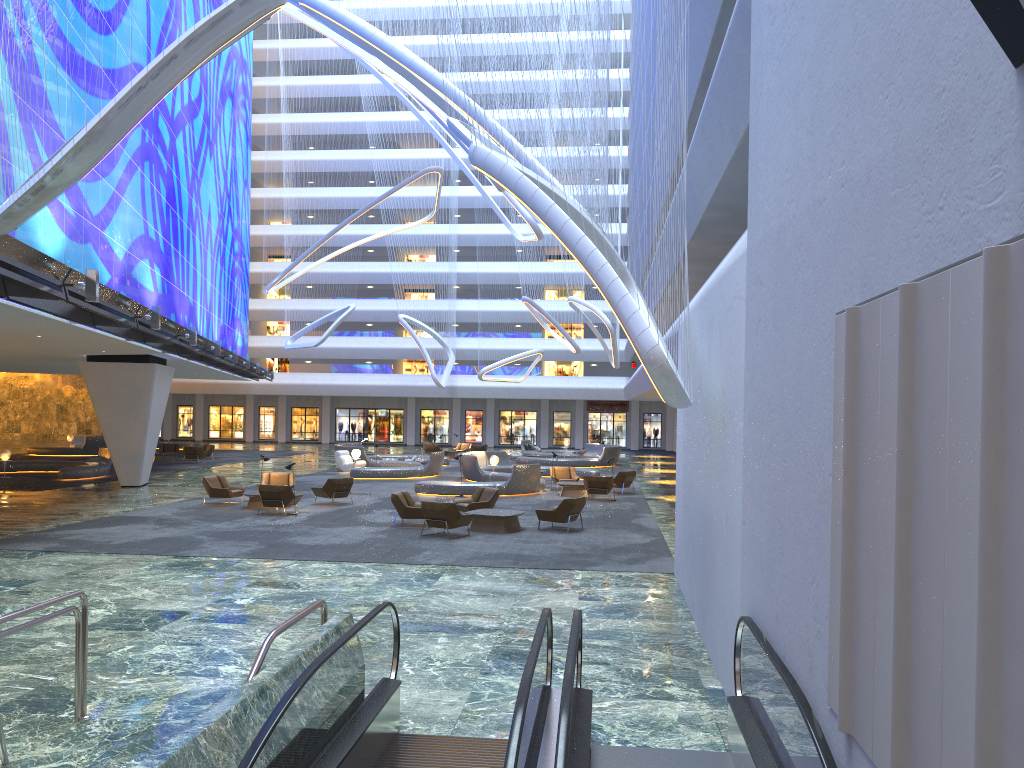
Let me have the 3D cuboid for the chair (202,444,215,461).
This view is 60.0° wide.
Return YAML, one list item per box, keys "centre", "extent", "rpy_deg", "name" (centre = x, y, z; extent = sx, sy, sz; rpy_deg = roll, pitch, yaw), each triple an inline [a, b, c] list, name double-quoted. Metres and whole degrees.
- centre: [-14.812, 3.291, 42.468]
  extent: [0.929, 0.767, 0.939]
  rpy_deg: [0, -1, 44]
  name: "chair"

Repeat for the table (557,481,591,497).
- centre: [2.015, 3.338, 28.095]
  extent: [1.203, 0.392, 1.203]
  rpy_deg: [1, -1, 6]
  name: "table"

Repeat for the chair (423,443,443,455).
- centre: [-4.434, 3.662, 49.188]
  extent: [0.930, 0.767, 0.938]
  rpy_deg: [2, -1, -40]
  name: "chair"

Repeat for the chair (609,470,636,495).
- centre: [3.525, 3.213, 29.105]
  extent: [0.938, 0.767, 0.930]
  rpy_deg: [0, -1, 39]
  name: "chair"

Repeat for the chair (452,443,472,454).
- centre: [-2.756, 3.701, 49.552]
  extent: [0.929, 0.767, 0.939]
  rpy_deg: [1, -1, 25]
  name: "chair"

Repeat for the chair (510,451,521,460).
- centre: [0.183, 3.798, 46.625]
  extent: [0.586, 0.501, 0.491]
  rpy_deg: [0, -1, 40]
  name: "chair"

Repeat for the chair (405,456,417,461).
- centre: [-5.137, 3.531, 40.519]
  extent: [1.785, 0.501, 0.585]
  rpy_deg: [2, -1, -30]
  name: "chair"

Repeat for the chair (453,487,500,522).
- centre: [-0.845, 2.919, 21.540]
  extent: [0.939, 0.767, 0.929]
  rpy_deg: [2, -1, -32]
  name: "chair"

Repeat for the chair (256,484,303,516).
- centre: [-5.789, 2.848, 21.964]
  extent: [0.929, 0.767, 0.939]
  rpy_deg: [1, -1, 12]
  name: "chair"

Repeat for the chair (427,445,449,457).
- centre: [-3.923, 3.590, 46.411]
  extent: [0.939, 0.767, 0.929]
  rpy_deg: [2, -1, -43]
  name: "chair"

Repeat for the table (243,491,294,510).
- centre: [-6.394, 3.057, 23.323]
  extent: [1.203, 0.392, 1.203]
  rpy_deg: [1, -1, 6]
  name: "table"

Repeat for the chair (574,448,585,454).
- centre: [3.913, 3.755, 47.506]
  extent: [0.938, 0.767, 0.930]
  rpy_deg: [0, -1, 39]
  name: "chair"

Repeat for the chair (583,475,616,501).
- centre: [2.619, 3.129, 26.736]
  extent: [0.929, 0.767, 0.939]
  rpy_deg: [1, -1, 12]
  name: "chair"

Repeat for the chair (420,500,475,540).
- centre: [-1.398, 2.826, 18.642]
  extent: [0.929, 0.767, 0.939]
  rpy_deg: [0, -1, 33]
  name: "chair"

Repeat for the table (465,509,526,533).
- centre: [-0.366, 3.057, 19.791]
  extent: [1.203, 0.392, 1.203]
  rpy_deg: [0, -2, 24]
  name: "table"

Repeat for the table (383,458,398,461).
- centre: [-5.521, 3.560, 40.162]
  extent: [0.673, 0.406, 0.671]
  rpy_deg: [0, -1, 25]
  name: "table"

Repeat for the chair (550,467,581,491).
- centre: [1.765, 3.209, 29.976]
  extent: [0.929, 0.767, 0.939]
  rpy_deg: [1, -1, -11]
  name: "chair"

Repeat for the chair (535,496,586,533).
- centre: [1.115, 2.906, 19.930]
  extent: [0.938, 0.767, 0.930]
  rpy_deg: [0, -1, 31]
  name: "chair"

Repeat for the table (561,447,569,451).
- centre: [2.996, 3.890, 50.412]
  extent: [0.418, 0.595, 0.427]
  rpy_deg: [1, 0, -40]
  name: "table"

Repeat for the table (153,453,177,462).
- centre: [-16.212, 3.410, 41.182]
  extent: [1.203, 0.392, 1.203]
  rpy_deg: [2, -2, -29]
  name: "table"

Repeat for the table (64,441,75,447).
- centre: [-23.476, 3.343, 46.988]
  extent: [0.418, 0.595, 0.428]
  rpy_deg: [1, 0, 5]
  name: "table"

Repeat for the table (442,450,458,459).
- centre: [-3.636, 3.818, 47.868]
  extent: [1.203, 0.392, 1.203]
  rpy_deg: [0, -2, 42]
  name: "table"

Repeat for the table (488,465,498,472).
- centre: [-0.700, 3.312, 32.687]
  extent: [0.418, 0.595, 0.428]
  rpy_deg: [1, 0, 5]
  name: "table"

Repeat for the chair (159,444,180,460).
- centre: [-16.515, 3.269, 42.696]
  extent: [0.929, 0.767, 0.939]
  rpy_deg: [1, -1, -21]
  name: "chair"

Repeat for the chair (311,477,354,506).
- centre: [-4.883, 2.932, 24.334]
  extent: [0.938, 0.767, 0.930]
  rpy_deg: [0, -1, 39]
  name: "chair"

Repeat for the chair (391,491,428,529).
- centre: [-2.229, 2.855, 20.145]
  extent: [0.938, 0.767, 0.930]
  rpy_deg: [1, -1, 8]
  name: "chair"

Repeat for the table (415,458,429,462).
- centre: [-4.010, 3.590, 40.283]
  extent: [0.673, 0.406, 0.671]
  rpy_deg: [2, -1, -32]
  name: "table"

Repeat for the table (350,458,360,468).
- centre: [-6.322, 3.306, 35.745]
  extent: [0.418, 0.595, 0.427]
  rpy_deg: [1, 0, -20]
  name: "table"

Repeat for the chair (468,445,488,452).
- centre: [-1.818, 3.667, 47.826]
  extent: [0.929, 0.767, 0.939]
  rpy_deg: [1, -1, -16]
  name: "chair"

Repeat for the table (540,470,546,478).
- centre: [0.677, 3.475, 33.590]
  extent: [1.203, 0.392, 1.203]
  rpy_deg: [1, -1, 6]
  name: "table"

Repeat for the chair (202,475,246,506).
- centre: [-7.807, 2.871, 23.940]
  extent: [0.938, 0.767, 0.930]
  rpy_deg: [1, -1, 14]
  name: "chair"

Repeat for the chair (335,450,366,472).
- centre: [-6.671, 3.201, 36.614]
  extent: [1.157, 0.882, 0.729]
  rpy_deg: [1, -1, 25]
  name: "chair"

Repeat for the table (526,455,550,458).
- centre: [1.332, 3.812, 44.802]
  extent: [1.203, 0.392, 1.203]
  rpy_deg: [1, -1, 6]
  name: "table"

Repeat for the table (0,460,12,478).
- centre: [-17.783, 2.977, 31.086]
  extent: [0.427, 0.595, 0.418]
  rpy_deg: [1, 0, 5]
  name: "table"

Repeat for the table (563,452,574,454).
- centre: [3.110, 3.964, 49.018]
  extent: [0.671, 0.406, 0.673]
  rpy_deg: [1, -1, 2]
  name: "table"

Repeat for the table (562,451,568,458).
- centre: [2.702, 3.747, 45.650]
  extent: [0.418, 0.595, 0.428]
  rpy_deg: [1, 0, 2]
  name: "table"

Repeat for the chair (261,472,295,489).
- centre: [-6.644, 2.928, 25.205]
  extent: [0.929, 0.767, 0.939]
  rpy_deg: [1, -1, -11]
  name: "chair"
